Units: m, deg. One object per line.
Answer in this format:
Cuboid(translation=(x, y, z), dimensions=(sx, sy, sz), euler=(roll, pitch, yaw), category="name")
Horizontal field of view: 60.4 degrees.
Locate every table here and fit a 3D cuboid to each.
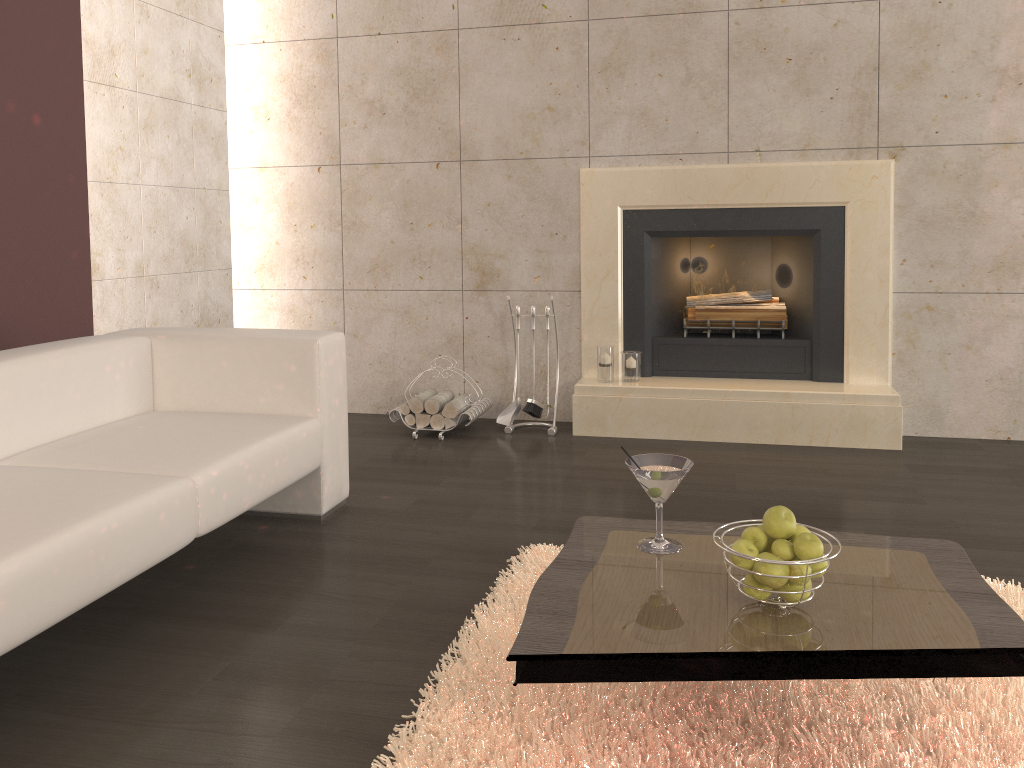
Cuboid(translation=(0.486, 0.567, 1.686), dimensions=(0.904, 0.300, 0.926), euler=(1, 10, 12), category="table")

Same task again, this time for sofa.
Cuboid(translation=(-1.389, 0.334, 2.138), dimensions=(0.943, 0.643, 2.819), euler=(1, 10, 14), category="sofa")

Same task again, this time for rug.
Cuboid(translation=(0.499, 0.715, 1.676), dimensions=(1.509, 0.066, 2.024), euler=(2, 10, 14), category="rug")

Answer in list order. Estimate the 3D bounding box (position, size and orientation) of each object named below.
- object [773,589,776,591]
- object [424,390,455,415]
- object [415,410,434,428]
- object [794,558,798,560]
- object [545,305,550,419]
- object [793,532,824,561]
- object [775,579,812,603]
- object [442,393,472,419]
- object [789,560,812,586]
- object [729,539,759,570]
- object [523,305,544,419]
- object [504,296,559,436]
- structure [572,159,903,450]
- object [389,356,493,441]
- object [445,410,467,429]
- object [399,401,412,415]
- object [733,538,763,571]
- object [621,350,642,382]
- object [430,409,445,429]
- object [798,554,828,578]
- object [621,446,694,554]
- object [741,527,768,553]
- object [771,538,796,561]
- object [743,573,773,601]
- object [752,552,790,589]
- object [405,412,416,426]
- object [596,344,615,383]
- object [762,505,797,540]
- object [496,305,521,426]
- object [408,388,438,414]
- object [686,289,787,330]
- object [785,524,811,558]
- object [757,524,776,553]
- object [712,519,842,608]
Cuboid(translation=(0.505, 0.378, 1.704), dimensions=(0.043, 0.043, 0.044), euler=(1, 7, 18), category="object")
Cuboid(translation=(-0.367, 0.092, 4.492), dimensions=(0.079, 0.076, 0.255), euler=(1, 10, 14), category="object")
Cuboid(translation=(-0.410, 0.159, 4.523), dimensions=(0.082, 0.073, 0.279), euler=(1, 10, 14), category="object")
Cuboid(translation=(0.544, 0.343, 1.710), dimensions=(0.051, 0.047, 0.052), euler=(0, 7, 9), category="object")
Cuboid(translation=(0.179, -0.112, 4.446), dimensions=(0.027, 0.560, 0.107), euler=(0, 4, 7), category="object")
Cuboid(translation=(0.542, 0.300, 1.611), dimensions=(0.053, 0.051, 0.054), euler=(1, 7, 15), category="object")
Cuboid(translation=(0.526, 0.375, 1.650), dimensions=(0.069, 0.063, 0.068), euler=(-5, 8, -31), category="object")
Cuboid(translation=(-0.277, 0.110, 4.477), dimensions=(0.080, 0.078, 0.265), euler=(1, 10, 14), category="object")
Cuboid(translation=(0.522, 0.344, 1.605), dimensions=(0.044, 0.045, 0.046), euler=(0, 7, 6), category="object")
Cuboid(translation=(0.432, 0.318, 1.638), dimensions=(0.054, 0.054, 0.054), euler=(-4, 7, -23), category="object")
Cuboid(translation=(0.109, -0.109, 4.491), dimensions=(0.070, 0.583, 0.137), euler=(2, 5, 38), category="object")
Cuboid(translation=(0.109, -0.108, 4.498), dimensions=(0.263, 0.692, 0.219), euler=(0, 4, 14), category="object")
Cuboid(translation=(1.104, -0.436, 4.450), dimensions=(1.525, 1.329, 0.594), euler=(1, 5, 14), category="structure")
Cuboid(translation=(-0.359, 0.047, 4.554), dimensions=(0.431, 0.376, 0.508), euler=(1, 8, 14), category="object")
Cuboid(translation=(-0.275, 0.176, 4.469), dimensions=(0.061, 0.058, 0.246), euler=(1, 10, 14), category="object")
Cuboid(translation=(-0.509, 0.104, 4.527), dimensions=(0.057, 0.057, 0.255), euler=(1, 10, 14), category="object")
Cuboid(translation=(0.455, 0.330, 1.706), dimensions=(0.061, 0.061, 0.061), euler=(-3, 7, -21), category="object")
Cuboid(translation=(0.603, -0.089, 4.456), dimensions=(0.108, 0.147, 0.109), euler=(1, 6, 18), category="object")
Cuboid(translation=(-0.339, 0.165, 4.490), dimensions=(0.079, 0.076, 0.255), euler=(1, 10, 14), category="object")
Cuboid(translation=(0.559, 0.334, 1.638), dimensions=(0.053, 0.051, 0.054), euler=(2, 7, 18), category="object")
Cuboid(translation=(0.330, 0.257, 1.975), dimensions=(0.151, 0.215, 0.153), euler=(-2, 6, -10), category="object")
Cuboid(translation=(0.462, 0.296, 1.676), dimensions=(0.050, 0.049, 0.046), euler=(3, 8, 28), category="object")
Cuboid(translation=(0.506, 0.310, 1.638), dimensions=(0.045, 0.043, 0.046), euler=(-3, 7, -15), category="object")
Cuboid(translation=(0.464, 0.380, 1.660), dimensions=(0.055, 0.054, 0.055), euler=(2, 8, 25), category="object")
Cuboid(translation=(0.476, 0.341, 1.615), dimensions=(0.066, 0.065, 0.067), euler=(-3, 7, -19), category="object")
Cuboid(translation=(-0.480, 0.157, 4.523), dimensions=(0.057, 0.057, 0.255), euler=(1, 10, 14), category="object")
Cuboid(translation=(0.471, -0.102, 4.443), dimensions=(0.099, 0.182, 0.099), euler=(-4, 6, -33), category="object")
Cuboid(translation=(0.507, 0.263, 1.670), dimensions=(0.062, 0.063, 0.063), euler=(1, 7, 14), category="object")
Cuboid(translation=(0.001, -0.099, 4.487), dimensions=(0.125, 0.598, 0.116), euler=(-3, 5, -36), category="object")
Cuboid(translation=(-0.451, 0.085, 4.512), dimensions=(0.081, 0.081, 0.255), euler=(1, 10, 14), category="object")
Cuboid(translation=(1.168, -0.389, 4.584), dimensions=(0.513, 0.210, 0.223), euler=(2, 7, 14), category="object")
Cuboid(translation=(0.547, 0.300, 1.686), dimensions=(0.057, 0.061, 0.063), euler=(-3, 7, -17), category="object")
Cuboid(translation=(0.502, 0.308, 1.729), dimensions=(0.061, 0.054, 0.063), euler=(0, 7, 7), category="object")
Cuboid(translation=(0.500, 0.353, 1.669), dimensions=(0.235, 0.118, 0.236), euler=(-6, 10, -31), category="object")
